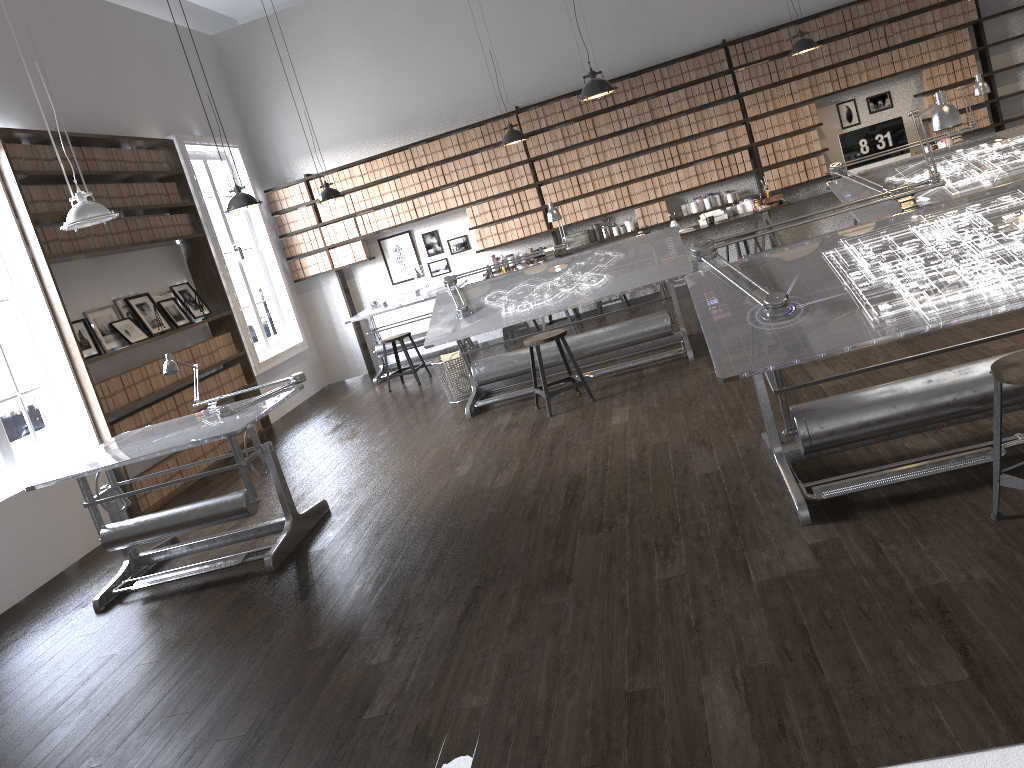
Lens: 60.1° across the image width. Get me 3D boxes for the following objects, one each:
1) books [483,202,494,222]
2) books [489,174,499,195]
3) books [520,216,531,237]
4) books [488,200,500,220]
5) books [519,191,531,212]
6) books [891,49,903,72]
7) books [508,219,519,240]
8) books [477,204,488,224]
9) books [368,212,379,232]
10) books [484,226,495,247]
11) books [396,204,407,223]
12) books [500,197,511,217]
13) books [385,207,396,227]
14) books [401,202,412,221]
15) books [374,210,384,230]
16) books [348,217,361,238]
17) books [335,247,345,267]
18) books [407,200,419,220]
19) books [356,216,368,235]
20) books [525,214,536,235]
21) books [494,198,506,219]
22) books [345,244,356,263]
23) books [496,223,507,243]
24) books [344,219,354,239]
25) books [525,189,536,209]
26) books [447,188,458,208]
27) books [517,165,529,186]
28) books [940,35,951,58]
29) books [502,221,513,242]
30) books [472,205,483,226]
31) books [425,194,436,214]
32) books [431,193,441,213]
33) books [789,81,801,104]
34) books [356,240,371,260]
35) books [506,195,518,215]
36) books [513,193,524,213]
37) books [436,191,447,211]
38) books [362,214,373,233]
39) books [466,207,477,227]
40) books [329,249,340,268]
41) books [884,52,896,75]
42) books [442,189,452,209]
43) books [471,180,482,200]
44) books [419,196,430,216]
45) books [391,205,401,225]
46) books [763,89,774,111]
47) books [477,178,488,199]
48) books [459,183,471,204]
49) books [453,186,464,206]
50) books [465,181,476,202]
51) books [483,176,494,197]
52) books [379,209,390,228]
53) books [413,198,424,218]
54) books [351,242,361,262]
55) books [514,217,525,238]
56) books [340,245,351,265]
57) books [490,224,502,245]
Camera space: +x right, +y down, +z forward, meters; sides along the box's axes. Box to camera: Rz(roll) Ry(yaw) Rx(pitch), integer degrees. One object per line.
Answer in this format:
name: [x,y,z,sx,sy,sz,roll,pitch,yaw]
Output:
books: [-0.259,-1.964,10.115,0.067,0.224,0.176,-15,9,11]
books: [-0.190,-2.265,10.052,0.066,0.224,0.176,-15,9,11]
books: [0.162,-1.800,10.089,0.067,0.224,0.176,-15,9,11]
books: [-0.194,-1.983,10.109,0.066,0.224,0.176,-15,9,11]
books: [0.150,-2.073,10.046,0.066,0.224,0.176,-15,9,11]
books: [4.005,-3.370,9.267,0.066,0.224,0.176,-15,9,11]
books: [0.025,-1.765,10.118,0.066,0.224,0.176,-15,9,11]
books: [-0.322,-1.949,10.132,0.066,0.224,0.176,-15,9,11]
books: [-1.590,-1.889,10.316,0.066,0.224,0.176,-15,9,11]
books: [-0.243,-1.694,10.168,0.066,0.224,0.176,-15,9,11]
books: [-1.261,-1.976,10.254,0.066,0.224,0.176,-15,9,11]
books: [-0.060,-2.017,10.080,0.066,0.224,0.176,-15,9,11]
books: [-1.390,-1.941,10.274,0.066,0.224,0.176,-15,9,11]
books: [-1.198,-1.993,10.245,0.066,0.224,0.176,-15,9,11]
books: [-1.524,-1.907,10.306,0.066,0.224,0.176,-15,9,11]
books: [-1.822,-1.834,10.353,0.067,0.224,0.176,-15,9,11]
books: [-1.999,-1.506,10.443,0.066,0.224,0.176,-15,9,11]
books: [-1.128,-2.010,10.226,0.067,0.224,0.176,-15,9,11]
books: [-1.735,-1.850,10.341,0.066,0.224,0.176,-15,9,11]
books: [0.222,-1.817,10.082,0.066,0.224,0.176,-15,9,11]
books: [-0.127,-2.001,10.097,0.066,0.224,0.176,-15,9,11]
books: [-1.877,-1.538,10.417,0.067,0.224,0.176,-15,9,11]
books: [-0.107,-1.730,10.144,0.066,0.224,0.176,-15,9,11]
books: [-1.882,-1.819,10.368,0.066,0.224,0.176,-15,9,11]
books: [0.221,-2.092,10.030,0.066,0.224,0.176,-15,9,11]
books: [-0.668,-2.132,10.142,0.066,0.224,0.176,-15,9,11]
books: [0.132,-2.350,9.991,0.066,0.224,0.176,-15,9,11]
books: [4.465,-3.491,9.182,0.067,0.224,0.176,-15,9,11]
books: [-0.041,-1.748,10.134,0.066,0.224,0.176,-15,9,11]
books: [-0.382,-1.933,10.141,0.066,0.224,0.176,-15,9,11]
books: [-0.922,-2.065,10.193,0.066,0.224,0.176,-15,9,11]
books: [-0.854,-2.083,10.180,0.066,0.224,0.176,-15,9,11]
books: [3.011,-3.108,9.456,0.066,0.224,0.176,-15,9,11]
books: [-1.744,-1.574,10.397,0.066,0.224,0.176,-15,9,11]
books: [0.008,-2.036,10.072,0.066,0.224,0.176,-15,9,11]
books: [0.078,-2.054,10.053,0.067,0.224,0.176,-15,9,11]
books: [-0.791,-2.099,10.162,0.067,0.224,0.176,-15,9,11]
books: [-1.658,-1.870,10.325,0.067,0.224,0.176,-15,9,11]
books: [-0.451,-1.914,10.152,0.067,0.224,0.176,-15,9,11]
books: [-2.068,-1.487,10.454,0.067,0.224,0.176,-15,9,11]
books: [3.936,-3.352,9.280,0.067,0.224,0.176,-15,9,11]
books: [-0.727,-2.116,10.155,0.066,0.224,0.176,-15,9,11]
books: [-0.391,-2.213,10.093,0.066,0.224,0.176,-15,9,11]
books: [-0.990,-2.047,10.201,0.066,0.224,0.176,-15,9,11]
books: [-1.321,-1.959,10.261,0.067,0.224,0.176,-15,9,11]
books: [2.743,-3.038,9.506,0.066,0.224,0.176,-15,9,11]
books: [-0.325,-2.230,10.079,0.066,0.224,0.176,-15,9,11]
books: [-0.527,-2.175,10.112,0.066,0.224,0.176,-15,9,11]
books: [-0.599,-2.150,10.128,0.067,0.224,0.176,-15,9,11]
books: [-0.458,-2.194,10.102,0.066,0.224,0.176,-15,9,11]
books: [-0.259,-2.246,10.063,0.067,0.224,0.176,-15,9,11]
books: [-1.458,-1.923,10.290,0.066,0.224,0.176,-15,9,11]
books: [-1.056,-2.030,10.218,0.066,0.224,0.176,-15,9,11]
books: [-1.810,-1.557,10.411,0.066,0.224,0.176,-15,9,11]
books: [0.093,-1.782,10.101,0.066,0.224,0.176,-15,9,11]
books: [-1.939,-1.522,10.433,0.066,0.224,0.176,-15,9,11]
books: [-0.175,-1.712,10.153,0.067,0.224,0.176,-15,9,11]
